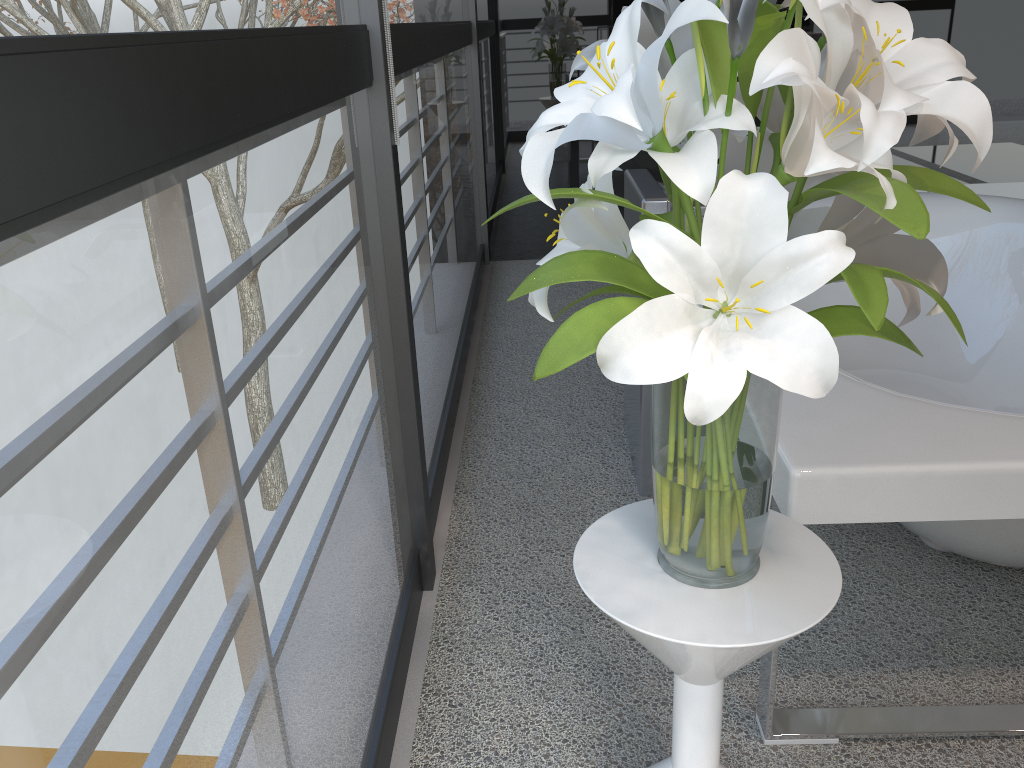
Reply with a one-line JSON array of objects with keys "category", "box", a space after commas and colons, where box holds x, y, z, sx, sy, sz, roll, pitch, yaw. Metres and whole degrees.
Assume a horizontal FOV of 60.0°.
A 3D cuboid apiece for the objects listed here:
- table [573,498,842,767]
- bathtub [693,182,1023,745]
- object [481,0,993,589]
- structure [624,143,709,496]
[{"category": "table", "box": [0.237, 0.428, 1.134, 0.308, 0.477, 0.308, -8, 23, -13]}, {"category": "bathtub", "box": [1.068, -0.047, 2.159, 1.327, 0.502, 1.965, -2, 22, 2]}, {"category": "object", "box": [0.214, -0.155, 0.884, 0.460, 0.793, 0.451, 9, 25, 27]}, {"category": "structure", "box": [0.456, -0.215, 2.153, 0.330, 0.882, 0.403, -2, 22, 2]}]
